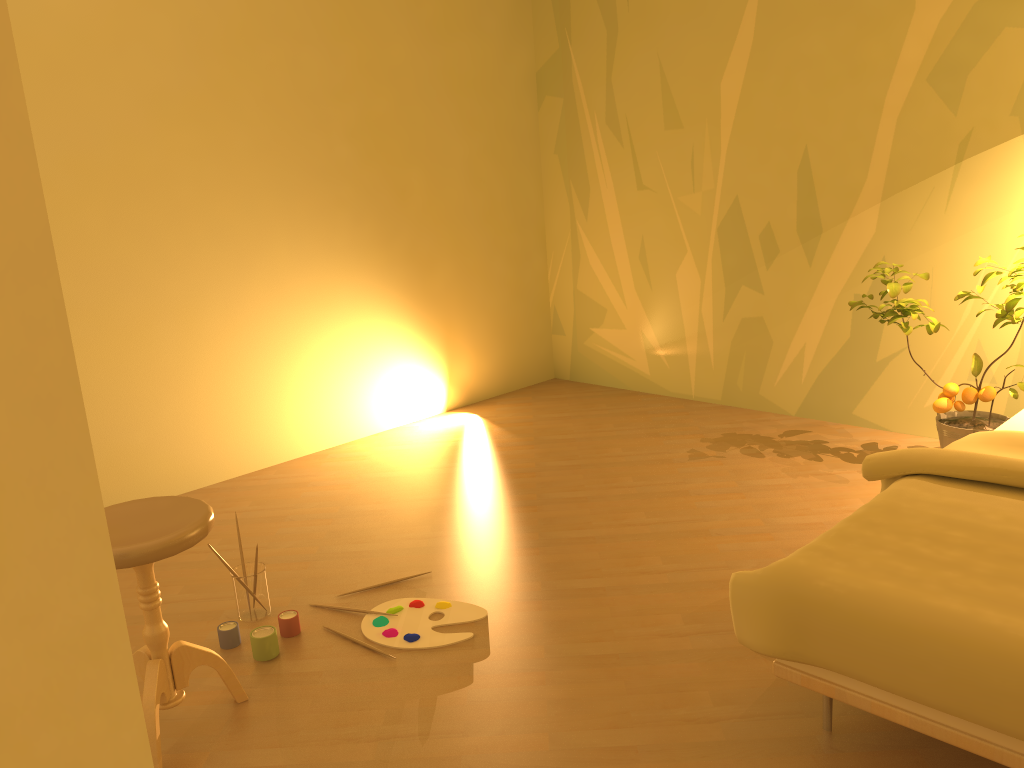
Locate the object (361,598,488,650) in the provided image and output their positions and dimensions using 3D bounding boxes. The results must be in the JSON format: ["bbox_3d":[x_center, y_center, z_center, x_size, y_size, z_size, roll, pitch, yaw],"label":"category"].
[{"bbox_3d":[-0.272,0.701,2.620,0.366,0.014,0.288,0,14,18],"label":"object"}]

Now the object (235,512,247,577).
[{"bbox_3d":[-0.831,0.554,2.742,0.010,0.319,0.069,-8,14,-16],"label":"object"}]

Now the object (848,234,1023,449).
[{"bbox_3d":[1.632,-0.083,3.291,0.828,0.944,0.372,7,18,38],"label":"object"}]

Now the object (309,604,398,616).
[{"bbox_3d":[-0.490,0.693,2.719,0.325,0.015,0.010,2,15,24],"label":"object"}]

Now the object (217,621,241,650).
[{"bbox_3d":[-0.821,0.729,2.574,0.060,0.060,0.060,4,16,30],"label":"object"}]

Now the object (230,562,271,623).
[{"bbox_3d":[-0.799,0.641,2.722,0.106,0.157,0.106,0,14,18],"label":"object"}]

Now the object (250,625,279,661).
[{"bbox_3d":[-0.697,0.731,2.498,0.073,0.073,0.073,-15,18,-38],"label":"object"}]

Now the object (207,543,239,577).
[{"bbox_3d":[-0.826,0.586,2.674,0.010,0.286,0.159,8,18,40],"label":"object"}]

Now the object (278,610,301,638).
[{"bbox_3d":[-0.656,0.707,2.615,0.060,0.060,0.060,3,15,27],"label":"object"}]

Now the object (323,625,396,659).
[{"bbox_3d":[-0.442,0.736,2.536,0.325,0.010,0.010,8,18,40],"label":"object"}]

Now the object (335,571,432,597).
[{"bbox_3d":[-0.415,0.650,2.882,0.325,0.010,0.010,-10,15,-23],"label":"object"}]

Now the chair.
[{"bbox_3d":[-0.854,0.585,2.139,0.364,0.551,0.348,-13,16,-31],"label":"chair"}]

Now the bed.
[{"bbox_3d":[1.680,0.196,2.247,2.378,0.894,1.286,-17,19,-42],"label":"bed"}]

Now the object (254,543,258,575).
[{"bbox_3d":[-0.776,0.584,2.683,0.010,0.278,0.172,-12,16,-30],"label":"object"}]
